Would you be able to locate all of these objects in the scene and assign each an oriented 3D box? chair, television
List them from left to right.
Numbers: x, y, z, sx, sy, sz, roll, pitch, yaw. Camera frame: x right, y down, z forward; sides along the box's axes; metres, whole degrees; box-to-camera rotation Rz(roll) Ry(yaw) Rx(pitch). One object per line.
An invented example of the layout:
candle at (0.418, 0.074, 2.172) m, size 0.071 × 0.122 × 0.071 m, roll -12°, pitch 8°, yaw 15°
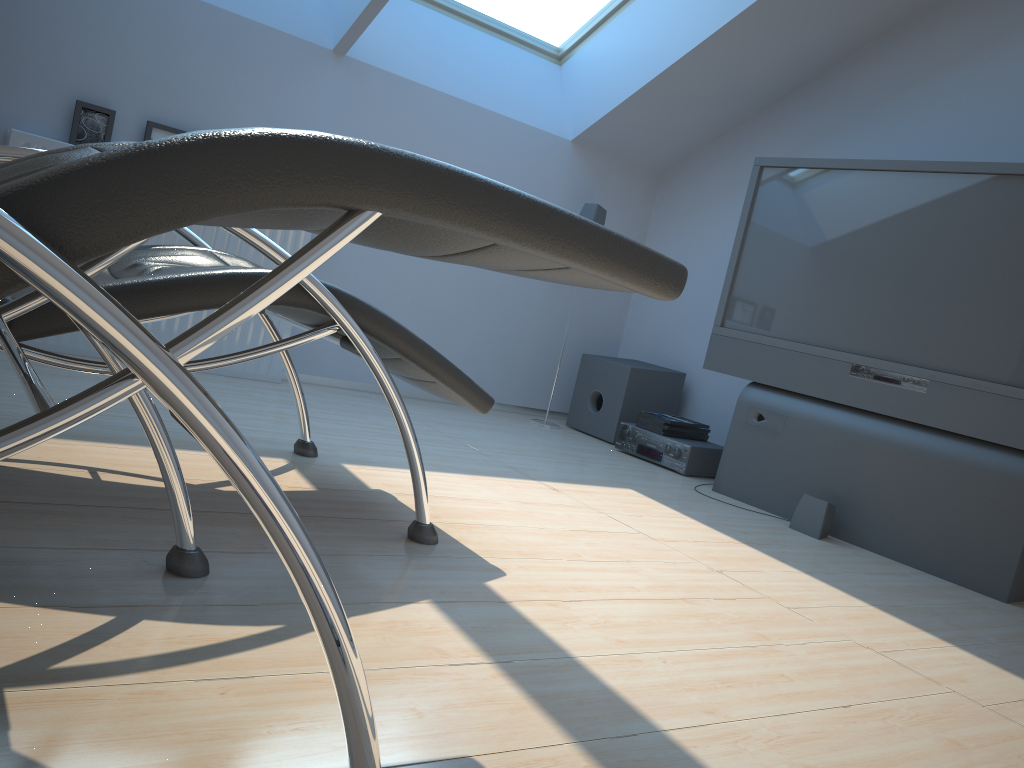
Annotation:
chair at (-0.826, -0.149, 0.814) m, size 2.114 × 0.953 × 0.836 m, roll 9°, pitch 6°, yaw -35°
chair at (-0.918, -0.422, 1.886) m, size 1.938 × 1.251 × 0.836 m, roll 9°, pitch 6°, yaw -35°
television at (1.539, -0.094, 3.400) m, size 0.400 × 1.446 × 1.686 m, roll 9°, pitch 7°, yaw -40°

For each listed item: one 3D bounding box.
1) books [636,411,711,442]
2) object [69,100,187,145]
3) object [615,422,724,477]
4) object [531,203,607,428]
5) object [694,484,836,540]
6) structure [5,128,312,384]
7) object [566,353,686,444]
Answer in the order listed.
books at (0.247, 0.356, 2.124) m, size 1.045 × 0.222 × 4.790 m, roll 15°, pitch 6°, yaw 22°
object at (-1.354, -0.950, 3.664) m, size 0.846 × 0.180 × 0.030 m, roll 9°, pitch 6°, yaw -35°
object at (0.782, 0.318, 4.282) m, size 0.358 × 0.138 × 0.450 m, roll 9°, pitch 7°, yaw -40°
object at (0.307, -0.357, 4.661) m, size 0.158 × 1.181 × 0.160 m, roll 9°, pitch 6°, yaw -35°
object at (0.961, 0.410, 3.787) m, size 0.394 × 0.141 × 1.163 m, roll 12°, pitch 5°, yaw -7°
structure at (-1.420, -0.470, 3.705) m, size 1.324 × 0.800 × 0.120 m, roll 9°, pitch 6°, yaw -35°
object at (0.608, 0.083, 4.759) m, size 0.401 × 0.424 × 0.400 m, roll 9°, pitch 6°, yaw -35°
